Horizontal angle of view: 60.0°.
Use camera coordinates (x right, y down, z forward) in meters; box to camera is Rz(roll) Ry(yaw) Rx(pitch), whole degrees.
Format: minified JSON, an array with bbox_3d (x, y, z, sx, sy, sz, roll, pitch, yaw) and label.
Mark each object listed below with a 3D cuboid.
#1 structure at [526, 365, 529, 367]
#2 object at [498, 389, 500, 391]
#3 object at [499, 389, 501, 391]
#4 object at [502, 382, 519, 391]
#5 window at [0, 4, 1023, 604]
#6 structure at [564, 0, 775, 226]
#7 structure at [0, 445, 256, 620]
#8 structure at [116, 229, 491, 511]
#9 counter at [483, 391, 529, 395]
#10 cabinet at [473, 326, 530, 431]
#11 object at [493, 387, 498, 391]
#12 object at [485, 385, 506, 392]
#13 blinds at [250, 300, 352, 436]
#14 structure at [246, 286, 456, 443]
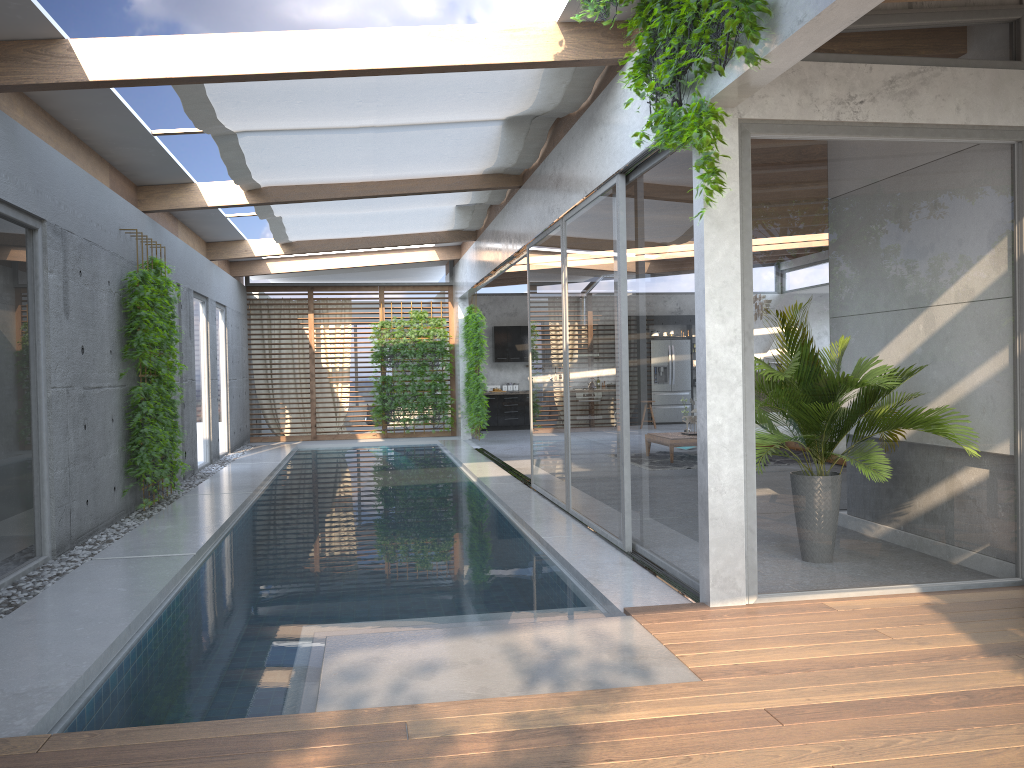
[{"bbox_3d":[0.786,-0.411,20.104,0.932,0.046,0.081,-1,1,-9],"label":"structure"},{"bbox_3d":[-0.294,0.127,19.536,0.072,0.057,0.083,-2,1,-34],"label":"object"},{"bbox_3d":[-0.277,0.128,19.560,0.073,0.055,0.083,-2,1,-33],"label":"object"},{"bbox_3d":[-0.041,0.060,19.928,0.405,0.200,0.147,-1,1,-8],"label":"object"},{"bbox_3d":[2.629,-0.796,13.000,14.294,3.764,23.280,-1,1,-9],"label":"window"},{"bbox_3d":[0.739,-1.791,4.628,0.918,2.054,1.822,-1,1,-12],"label":"structure"},{"bbox_3d":[-3.857,1.256,9.824,0.477,0.068,13.673,-1,1,-9],"label":"structure"},{"bbox_3d":[-2.142,-0.239,13.147,2.739,2.687,10.282,-1,1,8],"label":"structure"},{"bbox_3d":[0.712,0.177,19.842,3.805,0.061,0.607,-1,1,-9],"label":"counter"},{"bbox_3d":[1.730,-0.278,20.028,5.901,2.502,0.709,-1,1,-11],"label":"cabinet"},{"bbox_3d":[-0.370,0.115,19.501,0.090,0.087,0.086,-2,1,-32],"label":"object"},{"bbox_3d":[-0.370,0.104,19.679,0.381,0.134,0.590,-2,1,-21],"label":"object"},{"bbox_3d":[-4.245,-0.324,18.049,2.087,2.898,0.692,-1,1,-6],"label":"blinds"},{"bbox_3d":[-3.302,-0.427,17.846,4.313,3.079,0.085,-1,1,-9],"label":"structure"}]
